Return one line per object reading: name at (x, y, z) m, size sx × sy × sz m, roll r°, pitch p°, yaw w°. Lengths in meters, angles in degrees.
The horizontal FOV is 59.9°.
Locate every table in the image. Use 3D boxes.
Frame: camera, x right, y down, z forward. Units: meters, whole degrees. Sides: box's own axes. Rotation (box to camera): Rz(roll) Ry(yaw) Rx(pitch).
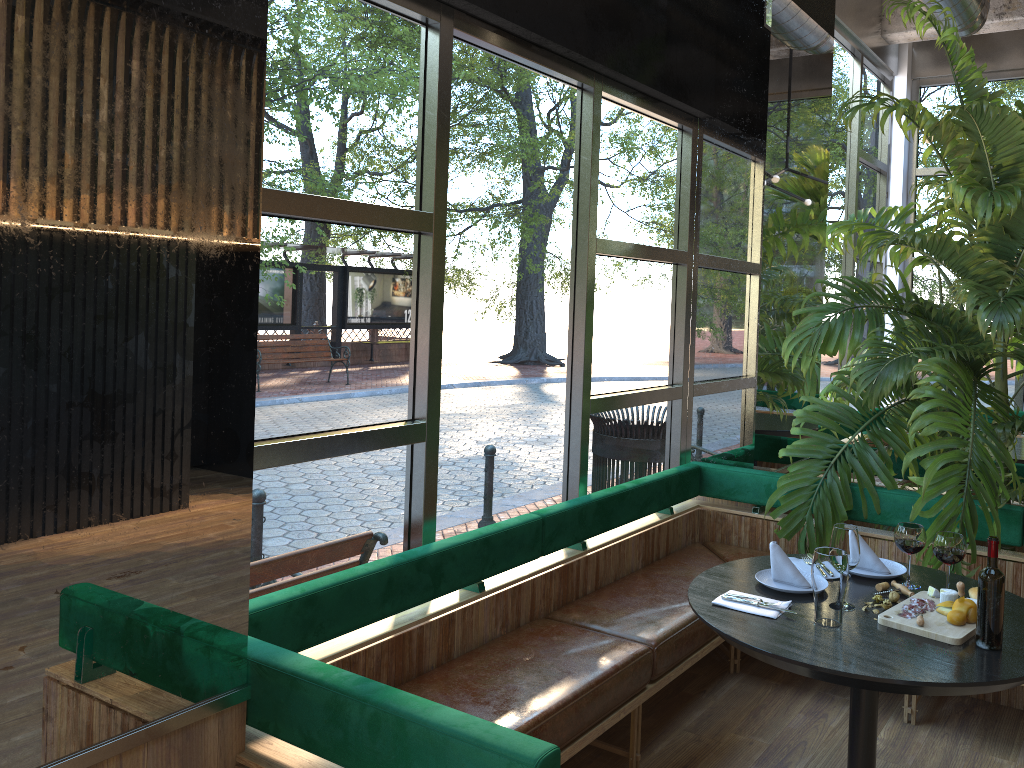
table at (1.077, 1.052, 2.723) m, size 1.096 × 0.748 × 1.108 m, roll 2°, pitch 4°, yaw 3°
table at (3.475, 0.812, 6.081) m, size 1.077 × 0.748 × 1.127 m, roll 3°, pitch 4°, yaw 15°

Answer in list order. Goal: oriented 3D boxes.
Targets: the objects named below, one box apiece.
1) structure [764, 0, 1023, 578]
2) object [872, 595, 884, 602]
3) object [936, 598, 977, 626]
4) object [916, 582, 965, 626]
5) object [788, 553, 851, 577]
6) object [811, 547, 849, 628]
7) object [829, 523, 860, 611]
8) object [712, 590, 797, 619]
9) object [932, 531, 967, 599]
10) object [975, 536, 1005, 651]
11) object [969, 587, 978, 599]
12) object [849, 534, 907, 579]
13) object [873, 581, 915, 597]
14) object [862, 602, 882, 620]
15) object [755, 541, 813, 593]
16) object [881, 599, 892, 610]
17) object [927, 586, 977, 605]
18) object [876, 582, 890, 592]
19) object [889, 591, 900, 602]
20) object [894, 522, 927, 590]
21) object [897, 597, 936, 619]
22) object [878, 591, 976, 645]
structure at (2.674, -0.358, 4.613) m, size 2.362 × 3.425 × 2.756 m, roll 3°, pitch 3°, yaw 20°
object at (1.138, 0.666, 2.757) m, size 0.039 × 0.019 × 0.032 m, roll -2°, pitch 6°, yaw -43°
object at (1.296, 0.646, 2.586) m, size 0.094 × 0.064 × 0.172 m, roll 2°, pitch 5°, yaw 7°
object at (1.220, 0.620, 2.524) m, size 0.136 × 0.123 × 0.103 m, roll 3°, pitch 3°, yaw 15°
object at (1.060, 0.630, 3.098) m, size 0.159 × 0.019 × 0.254 m, roll 2°, pitch 6°, yaw -4°
object at (0.911, 0.583, 2.549) m, size 0.109 × 0.208 × 0.102 m, roll 1°, pitch 2°, yaw -21°
object at (1.008, 0.554, 2.696) m, size 0.090 × 0.244 × 0.095 m, roll 2°, pitch 1°, yaw 18°
object at (0.743, 0.660, 2.674) m, size 0.245 × 0.019 × 0.165 m, roll 6°, pitch 7°, yaw 34°
object at (1.387, 0.578, 2.821) m, size 0.099 × 0.200 × 0.106 m, roll 3°, pitch 2°, yaw 24°
object at (1.304, 0.565, 2.416) m, size 0.071 × 0.298 × 0.065 m, roll 1°, pitch 1°, yaw -39°
object at (1.440, 0.652, 2.741) m, size 0.056 × 0.071 × 0.220 m, roll 3°, pitch 5°, yaw 26°
object at (1.245, 0.585, 3.071) m, size 0.227 × 0.138 × 0.240 m, roll 3°, pitch 5°, yaw 19°
object at (1.223, 0.658, 2.817) m, size 0.133 × 0.028 × 0.095 m, roll -3°, pitch 7°, yaw -41°
object at (1.079, 0.676, 2.668) m, size 0.059 × 0.013 × 0.155 m, roll 5°, pitch 6°, yaw 30°
object at (0.910, 0.591, 2.886) m, size 0.227 × 0.138 × 0.240 m, roll 3°, pitch 5°, yaw 19°
object at (1.132, 0.667, 2.683) m, size 0.040 × 0.031 × 0.032 m, roll 0°, pitch 4°, yaw -31°
object at (1.335, 0.651, 2.689) m, size 0.063 × 0.038 × 0.196 m, roll 1°, pitch 6°, yaw -19°
object at (1.197, 0.655, 2.868) m, size 0.048 × 0.025 × 0.023 m, roll -1°, pitch 5°, yaw -38°
object at (1.188, 0.661, 2.760) m, size 0.031 × 0.032 × 0.039 m, roll 4°, pitch 4°, yaw 32°
object at (1.309, 0.565, 2.926) m, size 0.099 × 0.200 × 0.106 m, roll 3°, pitch 2°, yaw 24°
object at (1.213, 0.663, 2.643) m, size 0.098 × 0.013 × 0.231 m, roll 6°, pitch 7°, yaw 39°
object at (1.260, 0.684, 2.616) m, size 0.229 × 0.019 × 0.370 m, roll 7°, pitch 8°, yaw 44°
